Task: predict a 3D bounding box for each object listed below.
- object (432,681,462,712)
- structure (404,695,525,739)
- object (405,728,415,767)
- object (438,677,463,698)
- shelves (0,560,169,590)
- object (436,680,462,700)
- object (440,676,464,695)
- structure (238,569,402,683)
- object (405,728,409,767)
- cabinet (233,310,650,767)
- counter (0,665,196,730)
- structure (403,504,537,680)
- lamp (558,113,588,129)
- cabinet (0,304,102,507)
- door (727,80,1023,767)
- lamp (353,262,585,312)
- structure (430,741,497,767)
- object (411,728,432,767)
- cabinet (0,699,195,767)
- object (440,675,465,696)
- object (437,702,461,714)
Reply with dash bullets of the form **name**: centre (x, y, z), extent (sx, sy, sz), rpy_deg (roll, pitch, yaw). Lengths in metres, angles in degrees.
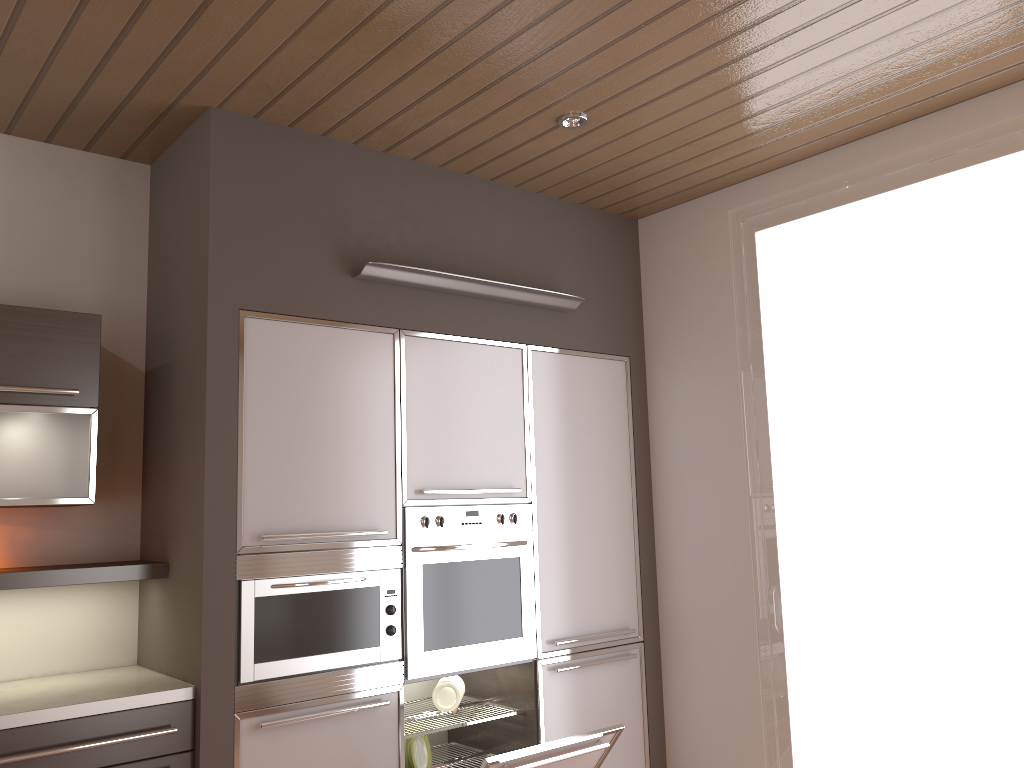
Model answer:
- **object**: centre (-0.252, 1.211, 3.438), extent (0.115, 0.112, 0.032), rpy_deg (-2, -8, 1)
- **structure**: centre (-0.325, 1.273, 3.418), extent (0.583, 0.012, 0.479), rpy_deg (5, -10, -39)
- **object**: centre (-0.357, 1.357, 3.264), extent (0.042, 0.173, 0.177), rpy_deg (-4, -8, 15)
- **object**: centre (-0.249, 1.221, 3.509), extent (0.115, 0.112, 0.032), rpy_deg (-2, -8, 1)
- **shelves**: centre (-1.922, 0.561, 2.397), extent (1.850, 0.050, 0.313), rpy_deg (5, -10, -39)
- **object**: centre (-0.251, 1.214, 3.462), extent (0.115, 0.112, 0.032), rpy_deg (-2, -8, 1)
- **object**: centre (-0.248, 1.224, 3.533), extent (0.115, 0.112, 0.032), rpy_deg (-2, -8, 1)
- **structure**: centre (-0.597, 0.768, 2.861), extent (0.569, 0.301, 0.049), rpy_deg (5, -10, -39)
- **object**: centre (-0.380, 1.359, 3.271), extent (0.042, 0.173, 0.177), rpy_deg (-4, -8, 15)
- **cabinet**: centre (-0.188, 0.795, 3.300), extent (1.796, 1.948, 1.047), rpy_deg (5, -10, -39)
- **counter**: centre (-1.320, 0.784, 1.638), extent (1.850, 0.036, 2.150), rpy_deg (5, -10, -39)
- **structure**: centre (-0.130, 0.737, 3.235), extent (0.582, 0.583, 0.066), rpy_deg (5, -10, -39)
- **lamp**: centre (0.206, -0.917, 3.025), extent (0.102, 0.055, 0.102), rpy_deg (-7, -10, 33)
- **cabinet**: centre (-1.457, -0.272, 1.829), extent (1.399, 1.032, 2.058), rpy_deg (4, -10, -35)
- **door**: centre (1.709, 0.370, 2.684), extent (0.101, 2.700, 2.300), rpy_deg (5, -10, -39)
- **lamp**: centre (-0.116, -0.360, 3.362), extent (1.020, 0.033, 0.139), rpy_deg (5, -10, -39)
- **structure**: centre (-0.319, 1.470, 3.391), extent (0.583, 0.012, 0.479), rpy_deg (5, -10, -39)
- **object**: centre (-0.334, 1.355, 3.257), extent (0.042, 0.173, 0.177), rpy_deg (-4, -8, 15)
- **cabinet**: centre (-1.306, 1.232, 1.575), extent (1.850, 0.870, 2.150), rpy_deg (5, -10, -39)
- **object**: centre (-0.246, 1.231, 3.580), extent (0.115, 0.112, 0.032), rpy_deg (-2, -8, 1)
- **object**: centre (-0.247, 1.275, 3.502), extent (0.073, 0.009, 0.190), rpy_deg (-2, -8, 2)
